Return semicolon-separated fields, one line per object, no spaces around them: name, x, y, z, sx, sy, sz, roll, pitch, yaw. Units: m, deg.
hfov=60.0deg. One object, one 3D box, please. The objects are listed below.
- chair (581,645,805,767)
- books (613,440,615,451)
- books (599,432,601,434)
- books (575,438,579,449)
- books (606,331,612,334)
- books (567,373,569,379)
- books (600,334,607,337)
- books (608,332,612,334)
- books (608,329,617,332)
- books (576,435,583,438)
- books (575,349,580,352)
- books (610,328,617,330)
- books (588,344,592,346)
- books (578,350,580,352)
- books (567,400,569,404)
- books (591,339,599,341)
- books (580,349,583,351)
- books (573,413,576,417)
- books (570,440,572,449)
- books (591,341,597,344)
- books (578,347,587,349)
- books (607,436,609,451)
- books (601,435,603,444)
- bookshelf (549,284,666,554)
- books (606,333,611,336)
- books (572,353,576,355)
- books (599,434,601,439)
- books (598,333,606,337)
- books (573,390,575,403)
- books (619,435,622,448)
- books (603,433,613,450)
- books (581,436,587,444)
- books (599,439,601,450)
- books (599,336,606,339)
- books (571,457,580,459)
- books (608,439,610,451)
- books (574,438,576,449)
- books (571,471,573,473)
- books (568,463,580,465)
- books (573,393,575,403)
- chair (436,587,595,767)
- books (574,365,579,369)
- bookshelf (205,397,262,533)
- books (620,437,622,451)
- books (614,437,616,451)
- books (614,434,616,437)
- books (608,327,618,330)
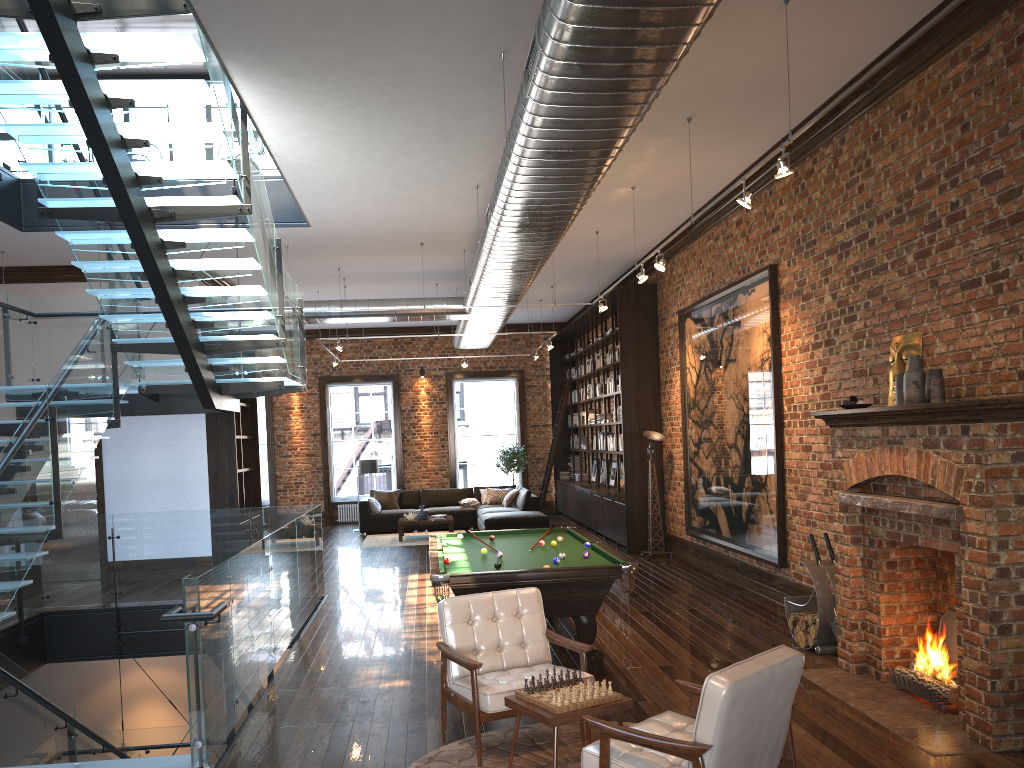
chair;0.789;1.574;3.843;0.743;0.866;0.767;-3;-1;45
books;1.893;1.091;15.820;0.165;0.197;0.027;-2;1;-5
books;1.767;1.108;17.239;0.144;0.338;0.013;-2;1;-5
books;1.513;1.317;19.615;0.212;0.233;0.019;-2;1;-5
books;1.805;-0.918;15.720;0.216;0.020;0.234;-2;-3;-8
books;1.372;-0.139;20.370;0.188;0.219;0.016;-2;1;-5
books;1.757;-0.897;16.435;0.180;0.010;0.278;-2;-3;-7
books;1.808;-0.904;15.721;0.206;0.009;0.334;-2;-3;-3
books;1.822;-0.945;15.721;0.169;0.034;0.286;-2;-3;-10
books;1.517;1.289;19.736;0.165;0.304;0.013;-2;1;-5
books;1.490;-0.725;18.982;0.216;0.018;0.377;-2;-3;-7
books;1.818;-0.969;15.721;0.168;0.015;0.369;-2;-3;-1
books;1.637;-0.784;17.555;0.191;0.013;0.316;-2;-3;-9
books;1.494;-0.704;18.983;0.205;0.024;0.249;-2;-3;-2
books;1.364;0.337;20.500;0.176;0.296;0.017;-2;1;-5
books;1.668;-0.851;17.160;0.199;0.017;0.303;-2;-4;-10
books;1.551;-0.711;18.444;0.210;0.014;0.291;-2;-3;-7
books;1.461;0.809;20.065;0.179;0.299;0.015;-2;1;-5
books;1.442;1.394;20.488;0.176;0.191;0.032;-2;1;-5
books;1.669;-0.798;17.161;0.219;0.016;0.367;-2;-3;-5
books;1.501;-0.760;18.982;0.192;0.007;0.365;-2;-3;-4
books;1.846;1.090;16.369;0.158;0.270;0.032;-2;1;-5
books;1.794;1.109;16.877;0.184;0.289;0.016;-2;1;-5
bookshelf;1.580;0.758;16.878;0.600;4.000;7.417;-2;-2;-6
books;1.802;-0.879;15.721;0.227;0.015;0.275;-2;-3;-7
books;1.446;-0.661;19.373;0.229;0.034;0.273;-2;-3;-2
books;1.771;1.119;17.214;0.170;0.312;0.038;-2;1;-5
books;1.738;-0.910;16.433;0.205;0.017;0.360;-2;-3;-8
books;1.459;0.285;19.767;0.189;0.304;0.014;-2;1;-5
books;1.947;1.023;15.353;0.175;0.272;0.031;-2;1;-5
books;1.805;1.083;16.682;0.186;0.317;0.015;-2;1;-5
books;1.569;1.278;19.413;0.129;0.283;0.030;-2;1;-5
books;1.770;1.166;17.113;0.174;0.207;0.031;-2;1;-5
books;1.742;-0.856;16.434;0.193;0.030;0.313;-2;-3;-10
books;1.451;1.693;20.336;0.207;0.022;0.247;-2;-3;-11
books;1.854;1.110;16.309;0.153;0.221;0.034;-2;1;-5
books;1.495;1.331;19.922;0.188;0.244;0.026;-2;1;-5
books;1.471;2.017;20.350;0.207;0.014;0.344;-2;-3;-7
books;1.441;1.829;20.338;0.260;0.028;0.316;-2;-3;-6
books;1.460;0.319;19.707;0.191;0.229;0.034;-2;1;-5
chair;0.016;1.688;5.201;0.767;0.866;0.742;-2;-1;-25
books;1.452;-0.247;19.624;0.167;0.338;0.016;-2;1;-5
bookshelf;-4.195;1.029;13.437;0.400;3.520;1.782;-2;0;-6
books;1.943;1.030;15.242;0.176;0.247;0.039;-2;1;-5
books;1.910;1.057;15.667;0.191;0.246;0.031;-2;1;-5
books;1.907;1.041;15.791;0.152;0.292;0.031;-2;1;-5
books;1.817;-0.986;15.720;0.188;0.017;0.276;-2;-3;-4
